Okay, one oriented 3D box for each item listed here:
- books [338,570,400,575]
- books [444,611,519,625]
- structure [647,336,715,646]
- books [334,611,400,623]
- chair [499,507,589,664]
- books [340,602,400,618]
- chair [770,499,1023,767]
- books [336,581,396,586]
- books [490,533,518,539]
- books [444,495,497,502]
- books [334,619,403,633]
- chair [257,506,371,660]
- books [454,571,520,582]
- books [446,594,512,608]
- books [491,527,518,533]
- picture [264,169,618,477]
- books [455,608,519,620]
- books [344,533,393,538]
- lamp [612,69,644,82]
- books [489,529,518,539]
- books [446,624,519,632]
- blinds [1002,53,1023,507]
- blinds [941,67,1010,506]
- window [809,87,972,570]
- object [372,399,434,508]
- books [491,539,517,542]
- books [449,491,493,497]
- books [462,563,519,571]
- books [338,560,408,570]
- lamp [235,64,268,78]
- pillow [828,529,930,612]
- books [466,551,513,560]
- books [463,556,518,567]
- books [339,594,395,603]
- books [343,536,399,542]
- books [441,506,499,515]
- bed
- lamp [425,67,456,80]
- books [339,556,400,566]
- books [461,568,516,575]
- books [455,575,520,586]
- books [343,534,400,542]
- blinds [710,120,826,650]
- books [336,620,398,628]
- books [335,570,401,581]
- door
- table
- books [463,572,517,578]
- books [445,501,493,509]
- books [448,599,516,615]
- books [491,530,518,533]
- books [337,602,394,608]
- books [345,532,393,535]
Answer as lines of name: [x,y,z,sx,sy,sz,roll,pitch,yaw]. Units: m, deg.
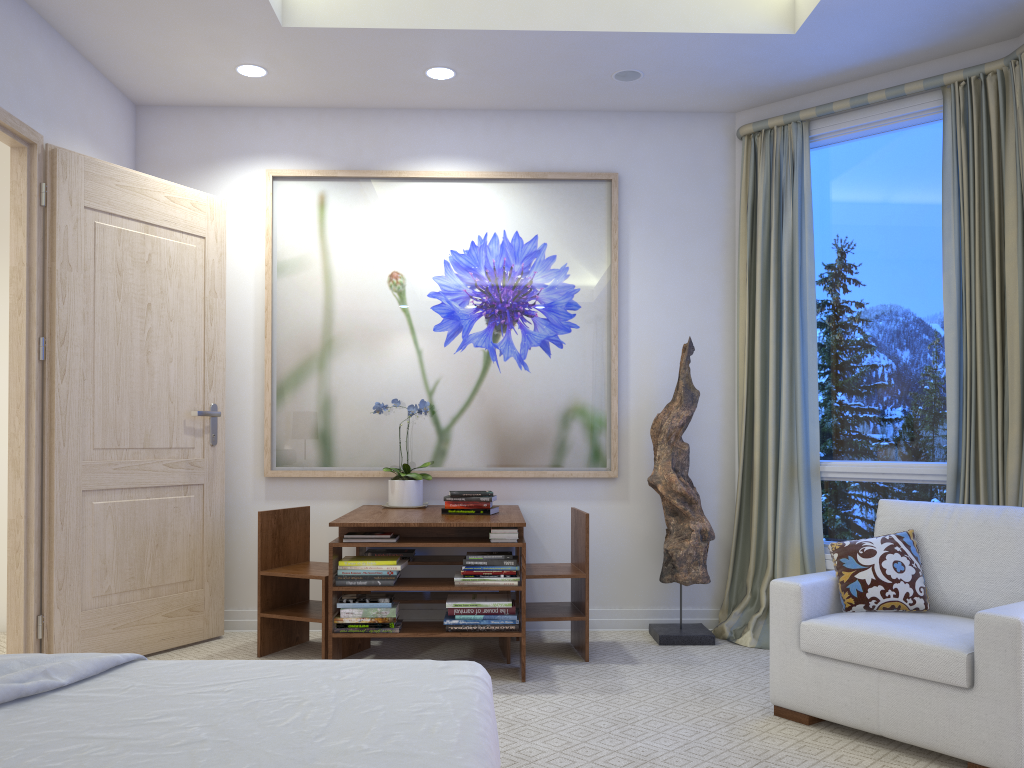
books: [-0.549,0.717,3.418,0.222,0.020,0.154,0,-4,-1]
books: [-0.118,0.905,3.432,0.284,0.018,0.182,0,-4,-1]
structure: [0.774,0.477,4.072,0.305,1.393,0.264,0,-1,-1]
books: [-0.554,0.892,3.396,0.233,0.022,0.141,0,-3,-1]
chair: [0.130,0.847,3.794,0.340,0.610,0.340,0,-1,-6]
books: [-0.541,0.865,3.395,0.208,0.036,0.145,0,-3,-1]
chair: [1.351,0.742,2.819,0.688,0.706,0.807,2,-3,-36]
books: [-0.557,0.756,3.413,0.217,0.020,0.157,0,-4,-1]
books: [-0.033,0.580,3.428,0.108,0.020,0.151,0,-4,-1]
books: [-0.175,0.484,3.749,0.205,0.020,0.125,0,-4,9]
books: [-0.547,0.931,3.406,0.242,0.019,0.169,0,-4,-1]
chair: [-0.842,0.845,3.794,0.340,0.610,0.340,0,-1,24]
books: [-0.097,0.747,3.444,0.249,0.015,0.180,0,-4,-1]
books: [-0.127,0.842,3.437,0.249,0.022,0.180,0,-4,-1]
books: [-0.030,0.562,3.423,0.103,0.013,0.143,0,-4,-1]
picture: [-0.332,-0.285,4.233,1.680,1.459,0.030,0,-1,-1]
books: [-0.093,0.889,3.430,0.234,0.018,0.169,0,-4,4]
books: [-0.552,0.583,3.422,0.174,0.008,0.111,0,-4,-1]
lamp: [0.504,-1.336,3.858,0.137,0.014,0.137,2,-4,-29]
books: [-0.033,0.580,3.428,0.111,0.022,0.153,0,-4,-1]
books: [-0.114,0.928,3.445,0.276,0.032,0.192,0,-3,-1]
blinds: [1.859,-0.060,3.265,0.266,2.366,0.525,0,-1,-8]
blinds: [1.808,-0.050,3.451,0.524,2.369,0.270,0,-1,42]
window: [1.667,-0.375,0.910,0.814,2.023,6.856,0,-3,-1]
object: [-0.508,0.318,4.097,0.305,0.504,0.216,0,-1,-2]
books: [-0.032,0.597,3.423,0.101,0.012,0.140,0,-4,-1]
books: [-0.174,0.465,3.748,0.180,0.018,0.125,1,-4,-6]
books: [-0.082,0.707,3.438,0.217,0.017,0.137,0,-4,-1]
books: [-0.534,0.700,3.429,0.239,0.019,0.173,0,-4,4]
lamp: [-1.122,-1.343,3.818,0.137,0.014,0.137,2,-4,-29]
pillow: [1.222,0.622,2.958,0.285,0.272,0.187,0,-2,8]
books: [-0.088,0.665,3.437,0.177,0.017,0.113,0,-4,-1]
books: [-0.081,0.686,3.439,0.205,0.026,0.125,0,-3,4]
books: [-0.554,0.823,3.397,0.198,0.017,0.114,0,-4,-1]
books: [-0.540,0.595,3.417,0.201,0.014,0.136,0,-4,-1]
books: [-0.175,0.536,3.757,0.212,0.027,0.154,-1,-4,14]
bed: [-1.006,0.559,0.860,2.019,0.814,1.972,0,-3,-2]
lamp: [-0.310,-1.340,3.838,0.137,0.014,0.137,2,-4,-29]
books: [-0.547,0.682,3.421,0.217,0.019,0.157,0,-4,-1]
books: [-0.091,0.722,3.434,0.209,0.015,0.146,0,-4,-1]
books: [-0.093,0.761,3.439,0.239,0.017,0.173,0,-4,4]
books: [-0.541,0.595,3.416,0.201,0.015,0.140,0,-4,-1]
blinds: [1.136,-0.018,4.033,0.642,2.373,0.295,0,-1,40]
books: [-0.553,0.912,3.402,0.217,0.021,0.157,0,-4,-1]
books: [-0.553,0.737,3.412,0.234,0.019,0.144,0,-4,-1]
door: [-1.690,0.087,3.278,0.360,2.054,1.785,0,-2,16]
table: [-0.329,0.850,3.776,0.740,0.599,0.902,0,-3,-1]
books: [-0.085,0.734,3.432,0.205,0.011,0.148,0,-4,-1]
books: [-0.181,0.508,3.749,0.190,0.031,0.132,0,-3,4]
books: [-0.117,0.867,3.438,0.257,0.033,0.156,0,-3,-1]
books: [-0.030,0.562,3.423,0.100,0.012,0.140,0,-4,-1]
books: [-0.559,0.839,3.398,0.205,0.019,0.119,0,-3,-1]
books: [-0.553,0.583,3.422,0.177,0.009,0.113,0,-4,-1]
